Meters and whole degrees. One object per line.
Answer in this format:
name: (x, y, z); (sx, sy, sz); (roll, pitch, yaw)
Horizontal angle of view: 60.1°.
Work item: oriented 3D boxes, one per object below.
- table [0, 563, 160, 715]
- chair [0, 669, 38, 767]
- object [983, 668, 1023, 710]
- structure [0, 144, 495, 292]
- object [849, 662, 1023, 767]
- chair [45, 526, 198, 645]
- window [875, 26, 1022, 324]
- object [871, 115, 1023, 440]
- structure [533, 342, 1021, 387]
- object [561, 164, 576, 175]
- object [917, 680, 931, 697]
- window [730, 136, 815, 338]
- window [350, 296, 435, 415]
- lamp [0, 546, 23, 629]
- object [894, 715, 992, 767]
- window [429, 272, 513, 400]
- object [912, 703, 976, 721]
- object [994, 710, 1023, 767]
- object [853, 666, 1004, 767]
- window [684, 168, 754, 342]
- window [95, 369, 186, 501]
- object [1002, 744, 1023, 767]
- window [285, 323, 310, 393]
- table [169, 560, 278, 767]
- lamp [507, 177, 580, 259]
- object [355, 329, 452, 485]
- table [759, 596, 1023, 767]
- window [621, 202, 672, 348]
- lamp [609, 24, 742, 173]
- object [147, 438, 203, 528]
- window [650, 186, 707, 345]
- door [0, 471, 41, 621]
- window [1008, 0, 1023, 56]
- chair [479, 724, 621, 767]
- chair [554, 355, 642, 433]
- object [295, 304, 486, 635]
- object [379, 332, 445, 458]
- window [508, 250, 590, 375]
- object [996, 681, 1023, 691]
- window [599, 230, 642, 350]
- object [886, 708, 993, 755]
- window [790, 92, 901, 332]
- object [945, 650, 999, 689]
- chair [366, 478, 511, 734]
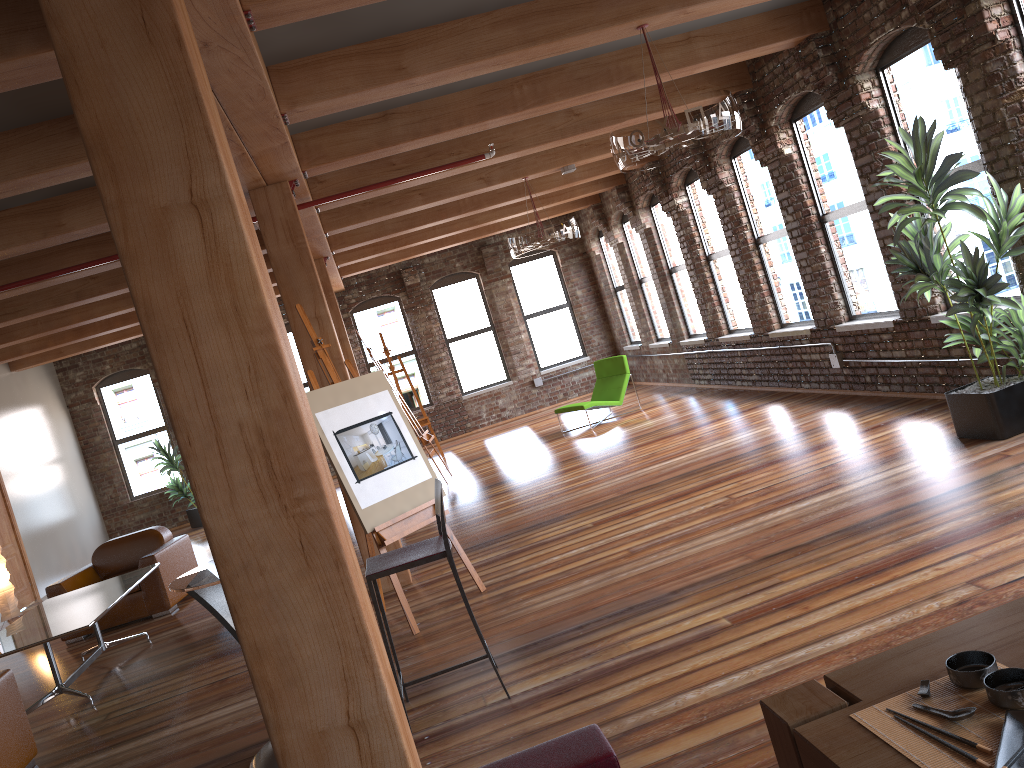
table: (-3.183, 1.921, 6.469); (0.941, 0.559, 1.869); (-17, 3, -8)
chair: (-3.221, 1.960, 4.549); (1.066, 0.735, 0.830); (-17, 2, -9)
object: (1.006, 0.614, 1.779); (0.098, 0.043, 0.099); (-15, 3, 29)
structure: (-3.353, -0.974, 7.000); (6.822, 0.112, 0.051); (-18, 1, -9)
object: (0.930, 0.665, 1.707); (0.353, 0.001, 0.469); (-18, 3, -8)
chair: (-3.698, 1.866, 8.480); (1.063, 0.735, 0.832); (-17, 2, 1)
window: (3.200, -1.567, 6.589); (0.236, 2.213, 0.967); (-17, 1, -8)
object: (2.946, -0.721, 5.785); (0.965, 2.102, 1.082); (-17, 1, 5)
structure: (2.969, -0.323, 9.678); (1.639, 0.313, 13.677); (-18, 3, -15)
object: (0.628, -2.405, 9.905); (0.146, 0.072, 0.147); (-17, 3, -9)
object: (0.882, 0.657, 1.893); (0.018, 0.021, 0.059); (-16, 3, 33)
window: (2.753, -1.606, 9.488); (0.237, 2.213, 0.967); (-17, 1, -8)
window: (-2.151, -0.477, 15.771); (0.970, 2.226, 0.221); (-17, 1, -9)
lamp: (-5.418, 2.142, 9.432); (0.259, 1.113, 0.272); (-16, 1, 36)
object: (0.828, 0.691, 1.721); (0.007, 0.008, 0.270); (-18, 3, -13)
window: (-0.764, -0.922, 16.001); (0.970, 2.217, 0.218); (-17, 1, -9)
object: (0.876, 0.659, 1.800); (0.045, 0.030, 0.153); (-18, 3, -24)
object: (0.965, 0.651, 1.597); (0.153, 0.018, 0.214); (-15, 4, 37)
object: (0.929, 0.666, 1.707); (0.332, 0.003, 0.470); (-18, 3, -8)
window: (2.527, -1.625, 10.937); (0.230, 2.213, 0.967); (-17, 1, -8)
window: (-6.349, 0.818, 15.150); (0.970, 2.168, 0.086); (-17, 1, -9)
object: (0.945, 0.643, 1.609); (0.272, 0.008, 0.007); (-19, 3, -34)
window: (-3.534, -0.039, 15.544); (0.970, 2.226, 0.221); (-17, 1, -9)
table: (-1.071, 1.237, 4.076); (0.719, 0.924, 0.725); (-17, 2, 16)
lamp: (0.265, -1.891, 9.794); (0.805, 0.814, 0.814); (-16, 2, 27)
object: (-1.407, 0.274, 11.021); (0.684, 2.139, 0.662); (-17, 1, 1)
table: (1.559, 0.757, 1.797); (1.754, 0.549, 0.899); (-18, 3, -9)
window: (2.081, -1.665, 13.834); (0.232, 2.213, 0.967); (-17, 1, -8)
lamp: (0.927, -1.832, 5.499); (0.805, 0.814, 0.815); (-16, 2, 34)
object: (-5.315, 1.283, 14.494); (1.087, 2.102, 0.961); (-18, 1, -31)
window: (2.305, -1.645, 12.383); (0.233, 2.213, 0.967); (-17, 1, -8)
door: (-6.496, 1.841, 11.096); (0.227, 2.119, 1.029); (-17, 1, -8)
window: (3.424, -1.547, 5.139); (0.236, 2.213, 0.967); (-17, 1, -8)
chair: (-0.033, 1.234, 1.555); (0.867, 0.592, 1.070); (-17, 3, -8)
chair: (1.114, 0.135, 12.136); (0.962, 0.796, 0.676); (-19, 2, -34)
object: (-0.919, 0.447, 5.713); (0.680, 2.139, 0.707); (-16, 1, 41)
object: (-1.729, 0.200, 13.858); (0.664, 2.139, 0.683); (-17, 1, -14)
window: (0.639, -1.367, 16.231); (0.970, 2.217, 0.218); (-17, 1, -9)
object: (1.019, 0.583, 1.757); (0.045, 0.079, 0.136); (-18, 3, -43)
window: (1.853, -1.685, 15.309); (0.233, 2.213, 0.967); (-17, 1, -8)
object: (0.840, 0.685, 1.760); (0.007, 0.008, 0.269); (-18, 3, -19)
window: (2.975, -1.586, 8.038); (0.232, 2.213, 0.967); (-17, 1, -8)
object: (0.986, 0.613, 1.895); (0.098, 0.043, 0.099); (-16, 3, 17)
chair: (-0.401, 0.993, 4.097); (0.467, 0.981, 0.429); (-17, 1, -9)
